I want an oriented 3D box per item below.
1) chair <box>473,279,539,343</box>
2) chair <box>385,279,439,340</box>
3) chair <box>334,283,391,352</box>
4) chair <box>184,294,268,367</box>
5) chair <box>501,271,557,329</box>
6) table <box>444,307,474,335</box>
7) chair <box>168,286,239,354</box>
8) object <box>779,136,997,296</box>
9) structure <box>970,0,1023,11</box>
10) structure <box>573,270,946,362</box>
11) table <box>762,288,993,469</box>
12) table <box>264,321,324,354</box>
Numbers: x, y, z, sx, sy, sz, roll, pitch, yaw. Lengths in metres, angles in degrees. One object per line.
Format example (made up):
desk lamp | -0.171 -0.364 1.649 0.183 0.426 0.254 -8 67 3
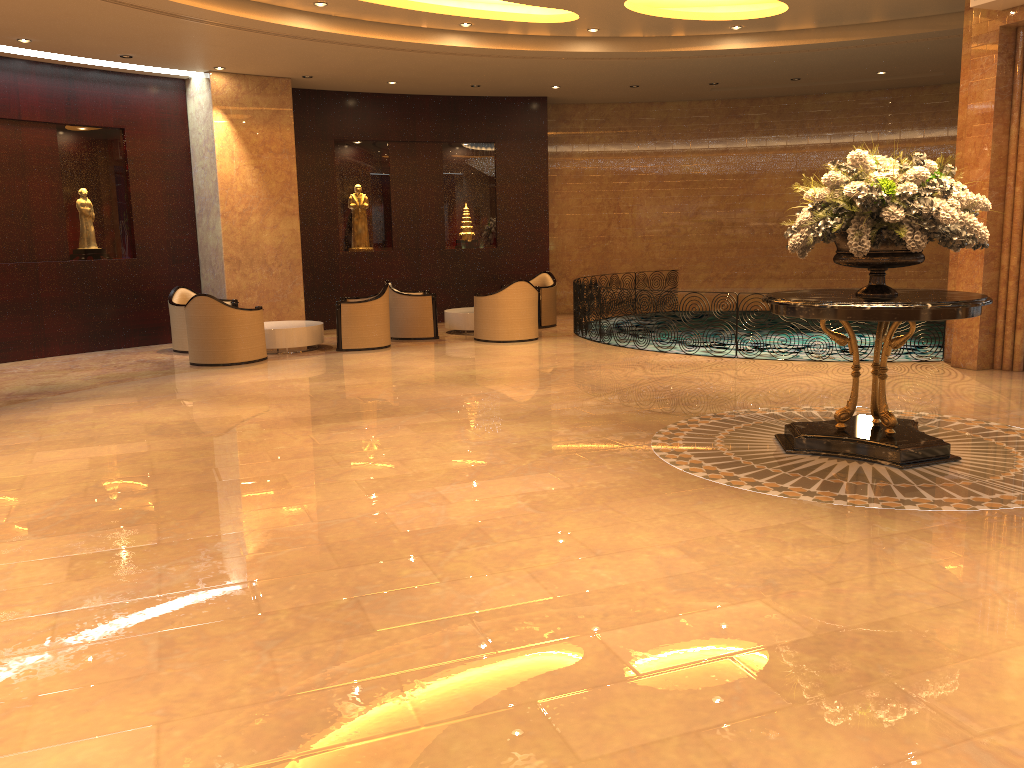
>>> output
chair | -0.032 -1.112 13.215 0.951 0.916 0.769 -6 11 -27
chair | -1.582 -1.187 13.847 0.769 0.916 0.951 -3 10 -12
chair | -2.131 -0.985 12.721 0.769 0.916 0.951 -2 10 -7
chair | -3.747 -0.730 11.414 0.951 0.916 0.769 1 10 13
chair | 0.352 -1.463 15.243 0.951 0.916 0.769 8 13 42
table | -0.502 -1.035 14.497 1.196 0.354 1.196 0 10 5
chair | -4.526 -0.962 12.879 0.769 0.916 0.951 4 11 28
object | 2.544 -1.114 6.107 1.277 0.999 1.318 0 10 8
structure | 5.524 -3.699 6.984 0.425 0.483 4.113 -5 10 -22
structure | 2.856 -1.133 13.862 3.815 0.995 7.624 -2 10 -4
table | 2.536 -0.089 6.302 1.493 1.089 1.493 -6 11 -28
table | -3.302 -0.674 12.706 1.196 0.354 1.196 0 10 5
